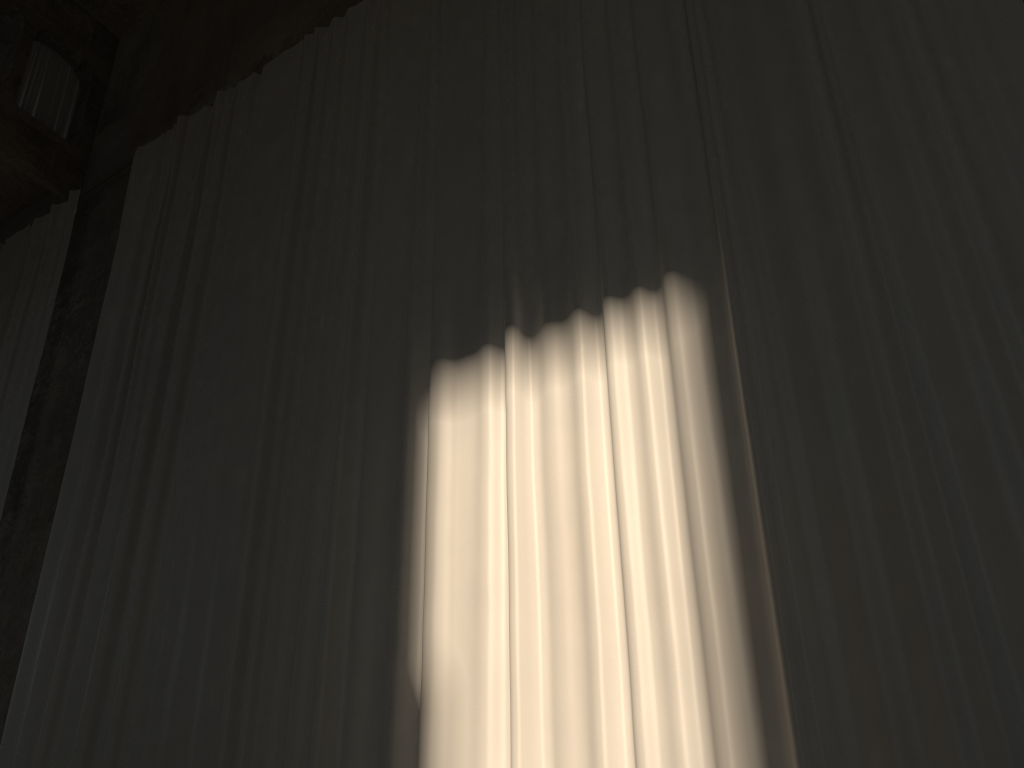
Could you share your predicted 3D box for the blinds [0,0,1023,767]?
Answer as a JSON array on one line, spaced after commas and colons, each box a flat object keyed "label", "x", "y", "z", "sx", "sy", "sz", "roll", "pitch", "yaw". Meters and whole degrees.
[{"label": "blinds", "x": -0.764, "y": 0.035, "z": 5.802, "sx": 7.962, "sy": 8.187, "sz": 0.285, "roll": -19, "pitch": -31, "yaw": 30}]

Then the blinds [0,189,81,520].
[{"label": "blinds", "x": -8.062, "y": 2.623, "z": 9.978, "sx": 7.962, "sy": 8.187, "sz": 0.285, "roll": -19, "pitch": -31, "yaw": 30}]
